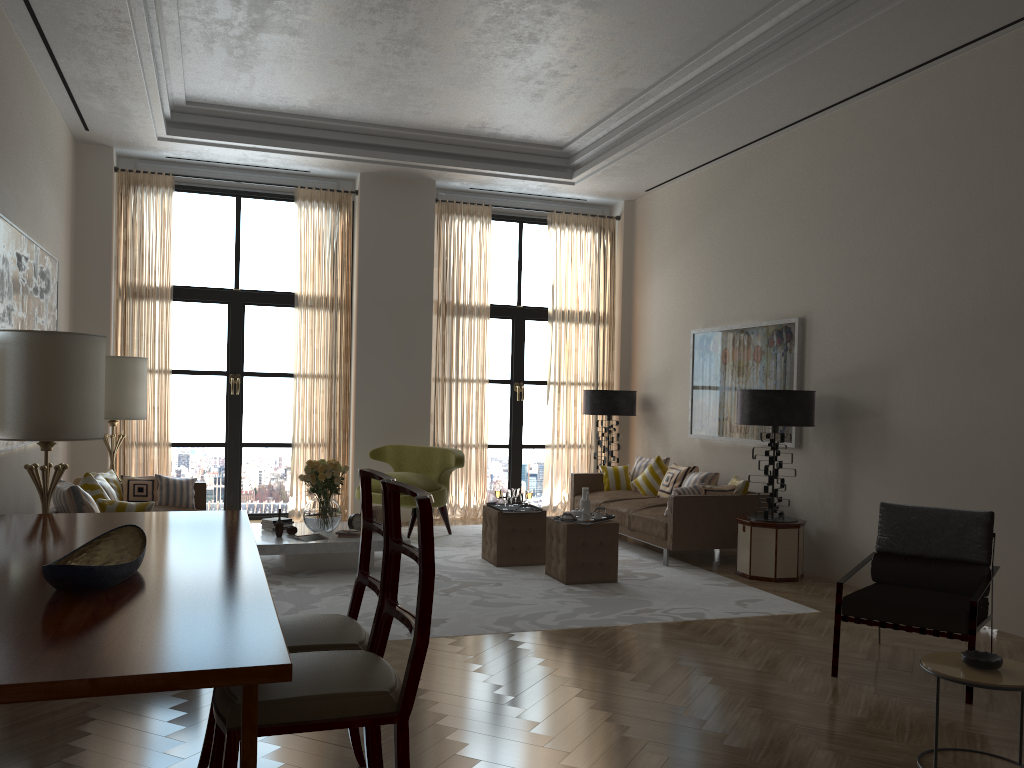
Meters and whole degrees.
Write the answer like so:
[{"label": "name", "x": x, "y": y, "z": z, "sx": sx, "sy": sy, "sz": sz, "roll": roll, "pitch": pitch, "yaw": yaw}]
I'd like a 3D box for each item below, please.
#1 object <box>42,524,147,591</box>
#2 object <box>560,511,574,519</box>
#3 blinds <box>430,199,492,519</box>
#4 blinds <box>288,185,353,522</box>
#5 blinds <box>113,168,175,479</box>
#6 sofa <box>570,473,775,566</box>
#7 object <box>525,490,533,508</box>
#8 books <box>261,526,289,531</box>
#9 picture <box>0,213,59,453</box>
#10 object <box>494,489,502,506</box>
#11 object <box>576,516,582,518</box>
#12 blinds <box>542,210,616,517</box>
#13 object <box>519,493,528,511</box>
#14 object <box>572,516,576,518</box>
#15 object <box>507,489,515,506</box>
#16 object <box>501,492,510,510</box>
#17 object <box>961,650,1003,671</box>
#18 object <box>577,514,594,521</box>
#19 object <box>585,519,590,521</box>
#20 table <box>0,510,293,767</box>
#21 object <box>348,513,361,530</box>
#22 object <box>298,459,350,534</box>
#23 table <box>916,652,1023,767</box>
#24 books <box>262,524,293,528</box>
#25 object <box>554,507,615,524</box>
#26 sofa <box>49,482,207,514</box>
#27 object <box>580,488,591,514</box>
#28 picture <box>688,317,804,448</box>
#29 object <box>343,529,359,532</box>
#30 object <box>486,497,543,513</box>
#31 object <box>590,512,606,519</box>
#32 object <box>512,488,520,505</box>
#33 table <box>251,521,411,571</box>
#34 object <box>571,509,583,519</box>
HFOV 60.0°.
[{"label": "object", "x": -1.853, "y": 0.789, "z": 3.976, "sx": 0.331, "sy": 0.164, "sz": 1.083, "roll": 1, "pitch": -1, "yaw": -8}, {"label": "object", "x": 0.578, "y": 1.354, "z": 9.151, "sx": 0.176, "sy": 0.067, "sz": 0.176, "roll": 2, "pitch": -1, "yaw": -43}, {"label": "blinds", "x": -0.793, "y": -0.325, "z": 13.606, "sx": 0.960, "sy": 4.876, "sz": 0.419, "roll": 1, "pitch": 1, "yaw": -17}, {"label": "blinds", "x": -2.779, "y": -0.383, "z": 12.928, "sx": 0.874, "sy": 4.876, "sz": 0.418, "roll": 1, "pitch": 1, "yaw": -16}, {"label": "blinds", "x": -5.044, "y": -0.443, "z": 12.157, "sx": 0.780, "sy": 4.888, "sz": 0.419, "roll": 1, "pitch": 1, "yaw": -17}, {"label": "sofa", "x": 1.935, "y": 1.693, "z": 11.534, "sx": 1.352, "sy": 0.820, "sz": 2.978, "roll": 2, "pitch": -1, "yaw": -19}, {"label": "object", "x": 0.195, "y": 1.318, "z": 10.140, "sx": 0.098, "sy": 0.192, "sz": 0.098, "roll": 1, "pitch": 0, "yaw": 7}, {"label": "books", "x": -2.608, "y": 1.595, "z": 9.851, "sx": 0.207, "sy": 0.035, "sz": 0.280, "roll": 1, "pitch": -1, "yaw": 38}, {"label": "picture", "x": -4.676, "y": -0.409, "z": 8.547, "sx": 0.045, "sy": 1.999, "sz": 3.060, "roll": 1, "pitch": 0, "yaw": -18}, {"label": "object", "x": -0.163, "y": 1.311, "z": 10.252, "sx": 0.098, "sy": 0.192, "sz": 0.098, "roll": 1, "pitch": 1, "yaw": -36}, {"label": "object", "x": 0.738, "y": 1.379, "z": 9.178, "sx": 0.186, "sy": 0.026, "sz": 0.041, "roll": 2, "pitch": 0, "yaw": -11}, {"label": "blinds", "x": 1.078, "y": -0.271, "z": 14.242, "sx": 1.242, "sy": 4.876, "sz": 0.418, "roll": 1, "pitch": 1, "yaw": -17}, {"label": "object", "x": 0.126, "y": 1.312, "z": 9.820, "sx": 0.098, "sy": 0.192, "sz": 0.098, "roll": 1, "pitch": 0, "yaw": -19}, {"label": "object", "x": 0.630, "y": 1.374, "z": 9.111, "sx": 0.052, "sy": 0.027, "sz": 0.080, "roll": 1, "pitch": -1, "yaw": 28}, {"label": "object", "x": -0.008, "y": 1.315, "z": 10.228, "sx": 0.098, "sy": 0.192, "sz": 0.098, "roll": 1, "pitch": 0, "yaw": -19}, {"label": "object", "x": -0.074, "y": 1.308, "z": 9.916, "sx": 0.098, "sy": 0.192, "sz": 0.098, "roll": 1, "pitch": 0, "yaw": 7}, {"label": "object", "x": 2.417, "y": 1.427, "z": 4.562, "sx": 0.193, "sy": 0.064, "sz": 0.193, "roll": 1, "pitch": -1, "yaw": 4}, {"label": "object", "x": 0.755, "y": 1.369, "z": 9.079, "sx": 0.176, "sy": 0.067, "sz": 0.176, "roll": 2, "pitch": -1, "yaw": -17}, {"label": "object", "x": 0.770, "y": 1.388, "z": 8.980, "sx": 0.053, "sy": 0.026, "sz": 0.049, "roll": 2, "pitch": -1, "yaw": -17}, {"label": "table", "x": -2.168, "y": 1.384, "z": 4.311, "sx": 1.800, "sy": 1.027, "sz": 3.799, "roll": 2, "pitch": -1, "yaw": -19}, {"label": "object", "x": -1.724, "y": 1.536, "z": 9.800, "sx": 0.082, "sy": 0.209, "sz": 0.204, "roll": 2, "pitch": 0, "yaw": 32}, {"label": "object", "x": -2.049, "y": 1.233, "z": 9.738, "sx": 0.540, "sy": 0.822, "sz": 0.627, "roll": 1, "pitch": 0, "yaw": -23}, {"label": "table", "x": 2.411, "y": 1.731, "z": 4.564, "sx": 0.584, "sy": 0.547, "sz": 0.584, "roll": 1, "pitch": 0, "yaw": 21}, {"label": "books", "x": -2.606, "y": 1.565, "z": 9.839, "sx": 0.207, "sy": 0.025, "sz": 0.262, "roll": 1, "pitch": -1, "yaw": 34}, {"label": "object", "x": 0.760, "y": 1.366, "z": 9.251, "sx": 0.441, "sy": 0.101, "sz": 0.721, "roll": 1, "pitch": -1, "yaw": 35}, {"label": "sofa", "x": -3.689, "y": 1.515, "z": 8.658, "sx": 1.352, "sy": 0.820, "sz": 2.978, "roll": 2, "pitch": -1, "yaw": -19}, {"label": "object", "x": 0.778, "y": 1.259, "z": 9.436, "sx": 0.113, "sy": 0.305, "sz": 0.125, "roll": 2, "pitch": 1, "yaw": 18}, {"label": "picture", "x": 2.869, "y": -0.006, "z": 11.123, "sx": 0.080, "sy": 1.481, "sz": 2.266, "roll": 1, "pitch": 0, "yaw": -20}, {"label": "object", "x": -1.737, "y": 1.579, "z": 9.554, "sx": 0.139, "sy": 0.019, "sz": 0.137, "roll": 2, "pitch": -1, "yaw": -35}, {"label": "object", "x": 0.021, "y": 1.372, "z": 10.087, "sx": 0.491, "sy": 0.092, "sz": 0.802, "roll": 2, "pitch": -1, "yaw": -19}, {"label": "object", "x": 0.902, "y": 1.378, "z": 9.289, "sx": 0.176, "sy": 0.067, "sz": 0.176, "roll": 2, "pitch": -1, "yaw": -20}, {"label": "object", "x": 0.044, "y": 1.318, "z": 10.361, "sx": 0.098, "sy": 0.192, "sz": 0.098, "roll": 2, "pitch": 0, "yaw": 28}, {"label": "table", "x": -2.062, "y": 1.803, "z": 9.808, "sx": 1.584, "sy": 0.343, "sz": 1.500, "roll": 2, "pitch": -1, "yaw": -19}, {"label": "object", "x": 0.677, "y": 1.354, "z": 9.310, "sx": 0.176, "sy": 0.105, "sz": 0.136, "roll": 2, "pitch": 0, "yaw": -23}]
